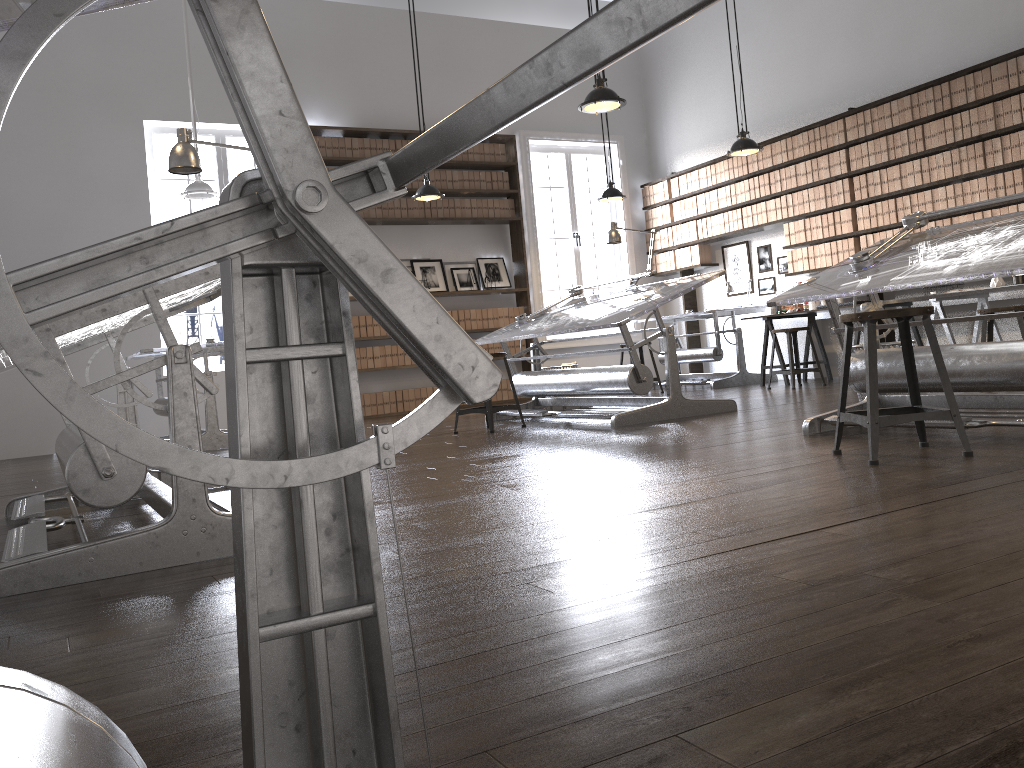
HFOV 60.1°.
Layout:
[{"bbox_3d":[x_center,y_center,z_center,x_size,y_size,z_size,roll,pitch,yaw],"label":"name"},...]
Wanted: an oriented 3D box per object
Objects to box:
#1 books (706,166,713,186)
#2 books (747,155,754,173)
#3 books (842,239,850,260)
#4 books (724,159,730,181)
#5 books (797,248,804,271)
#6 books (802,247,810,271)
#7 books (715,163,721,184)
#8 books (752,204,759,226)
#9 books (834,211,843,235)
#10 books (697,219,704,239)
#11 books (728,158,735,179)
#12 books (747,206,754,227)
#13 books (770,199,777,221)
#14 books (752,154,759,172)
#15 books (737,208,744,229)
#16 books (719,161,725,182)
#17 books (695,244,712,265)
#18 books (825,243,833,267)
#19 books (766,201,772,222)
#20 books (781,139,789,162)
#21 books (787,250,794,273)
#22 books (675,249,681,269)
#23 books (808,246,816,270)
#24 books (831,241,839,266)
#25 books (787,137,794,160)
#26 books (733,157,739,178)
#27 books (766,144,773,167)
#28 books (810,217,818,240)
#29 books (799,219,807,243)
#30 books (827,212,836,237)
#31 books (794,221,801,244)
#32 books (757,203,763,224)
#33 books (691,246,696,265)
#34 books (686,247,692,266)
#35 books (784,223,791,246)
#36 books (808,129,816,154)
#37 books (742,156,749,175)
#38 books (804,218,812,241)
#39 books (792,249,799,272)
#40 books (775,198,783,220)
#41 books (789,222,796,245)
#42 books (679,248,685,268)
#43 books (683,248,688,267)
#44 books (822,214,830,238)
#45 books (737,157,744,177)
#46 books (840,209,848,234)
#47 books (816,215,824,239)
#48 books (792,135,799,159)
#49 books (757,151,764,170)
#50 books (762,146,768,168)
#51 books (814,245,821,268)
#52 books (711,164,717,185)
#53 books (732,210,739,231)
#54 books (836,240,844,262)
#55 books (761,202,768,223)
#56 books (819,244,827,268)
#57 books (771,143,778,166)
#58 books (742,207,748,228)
[{"bbox_3d":[2.240,-2.289,9.766,0.175,0.226,0.066,-5,-1,-28],"label":"books"},{"bbox_3d":[2.543,-2.301,9.212,0.175,0.226,0.066,-5,-1,-28],"label":"books"},{"bbox_3d":[3.159,-1.231,8.216,0.175,0.226,0.066,-5,-1,-28],"label":"books"},{"bbox_3d":[2.372,-2.294,9.516,0.175,0.226,0.066,-5,-1,-28],"label":"books"},{"bbox_3d":[2.894,-1.221,8.703,0.175,0.226,0.066,-5,-1,-28],"label":"books"},{"bbox_3d":[2.927,-1.222,8.638,0.175,0.226,0.066,-5,-1,-28],"label":"books"},{"bbox_3d":[2.311,-2.292,9.645,0.175,0.226,0.066,-5,-1,-28],"label":"books"},{"bbox_3d":[2.588,-1.750,9.204,0.175,0.226,0.066,-5,-1,-28],"label":"books"},{"bbox_3d":[3.106,-1.500,8.276,0.175,0.226,0.066,-5,-1,-28],"label":"books"},{"bbox_3d":[2.182,-1.734,9.956,0.175,0.226,0.066,-5,-1,-28],"label":"books"},{"bbox_3d":[2.406,-2.295,9.453,0.175,0.226,0.066,-5,-1,-28],"label":"books"},{"bbox_3d":[2.551,-1.749,9.264,0.175,0.226,0.066,-5,-1,-28],"label":"books"},{"bbox_3d":[2.712,-1.755,8.967,0.175,0.226,0.066,-5,-1,-28],"label":"books"},{"bbox_3d":[2.572,-2.302,9.147,0.175,0.226,0.066,-5,-1,-28],"label":"books"},{"bbox_3d":[2.482,-1.746,9.392,0.175,0.226,0.066,-5,-1,-28],"label":"books"},{"bbox_3d":[2.340,-2.293,9.582,0.175,0.226,0.066,-5,-1,-28],"label":"books"},{"bbox_3d":[2.166,-1.463,10.029,0.175,0.226,0.066,-5,-1,-28],"label":"books"},{"bbox_3d":[3.059,-1.227,8.389,0.175,0.226,0.066,-5,-1,-28],"label":"books"},{"bbox_3d":[2.684,-1.754,9.023,0.175,0.226,0.066,-5,-1,-28],"label":"books"},{"bbox_3d":[2.765,-2.309,8.785,0.175,0.226,0.066,-5,-1,-28],"label":"books"},{"bbox_3d":[2.831,-1.218,8.815,0.175,0.226,0.066,-5,-1,-28],"label":"books"},{"bbox_3d":[2.001,-1.457,10.328,0.175,0.226,0.066,-5,-1,-28],"label":"books"},{"bbox_3d":[2.964,-1.224,8.578,0.175,0.226,0.066,-5,-1,-28],"label":"books"},{"bbox_3d":[3.093,-1.228,8.326,0.175,0.226,0.066,-5,-1,-28],"label":"books"},{"bbox_3d":[2.802,-2.311,8.725,0.175,0.226,0.066,-5,-1,-28],"label":"books"},{"bbox_3d":[2.439,-2.297,9.399,0.175,0.226,0.066,-5,-1,-28],"label":"books"},{"bbox_3d":[2.669,-2.305,8.962,0.175,0.226,0.066,-5,-1,-28],"label":"books"},{"bbox_3d":[2.969,-1.495,8.532,0.175,0.226,0.066,-5,-1,-28],"label":"books"},{"bbox_3d":[2.898,-1.492,8.651,0.175,0.226,0.066,-5,-1,-28],"label":"books"},{"bbox_3d":[3.067,-1.498,8.339,0.175,0.226,0.066,-5,-1,-28],"label":"books"},{"bbox_3d":[2.871,-1.491,8.712,0.175,0.226,0.066,-5,-1,-28],"label":"books"},{"bbox_3d":[2.622,-1.751,9.141,0.175,0.226,0.066,-5,-1,-28],"label":"books"},{"bbox_3d":[2.134,-1.462,10.092,0.175,0.226,0.066,-5,-1,-28],"label":"books"},{"bbox_3d":[2.095,-1.460,10.150,0.175,0.226,0.066,-5,-1,-28],"label":"books"},{"bbox_3d":[2.804,-1.488,8.829,0.175,0.226,0.066,-5,-1,-28],"label":"books"},{"bbox_3d":[2.931,-2.316,8.472,0.175,0.226,0.066,-5,-1,-28],"label":"books"},{"bbox_3d":[2.502,-2.299,9.275,0.175,0.226,0.066,-5,-1,-28],"label":"books"},{"bbox_3d":[2.935,-1.493,8.594,0.175,0.226,0.066,-5,-1,-28],"label":"books"},{"bbox_3d":[2.866,-1.220,8.759,0.175,0.226,0.066,-5,-1,-28],"label":"books"},{"bbox_3d":[2.744,-1.756,8.902,0.175,0.226,0.066,-5,-1,-28],"label":"books"},{"bbox_3d":[2.840,-1.490,8.766,0.175,0.226,0.066,-5,-1,-28],"label":"books"},{"bbox_3d":[2.037,-1.458,10.265,0.175,0.226,0.066,-5,-1,-28],"label":"books"},{"bbox_3d":[2.068,-1.460,10.211,0.175,0.226,0.066,-5,-1,-28],"label":"books"},{"bbox_3d":[3.036,-1.497,8.407,0.175,0.226,0.066,-5,-1,-28],"label":"books"},{"bbox_3d":[2.472,-2.298,9.343,0.175,0.226,0.066,-5,-1,-28],"label":"books"},{"bbox_3d":[3.140,-1.501,8.208,0.175,0.226,0.066,-5,-1,-28],"label":"books"},{"bbox_3d":[2.998,-1.496,8.467,0.175,0.226,0.066,-5,-1,-28],"label":"books"},{"bbox_3d":[2.836,-2.312,8.664,0.175,0.226,0.066,-5,-1,-28],"label":"books"},{"bbox_3d":[2.609,-2.303,9.087,0.175,0.226,0.066,-5,-1,-28],"label":"books"},{"bbox_3d":[2.642,-2.305,9.024,0.175,0.226,0.066,-5,-1,-28],"label":"books"},{"bbox_3d":[2.998,-1.225,8.518,0.175,0.226,0.066,-5,-1,-28],"label":"books"},{"bbox_3d":[2.276,-2.290,9.705,0.175,0.226,0.066,-5,-1,-28],"label":"books"},{"bbox_3d":[2.452,-1.745,9.460,0.175,0.226,0.066,-5,-1,-28],"label":"books"},{"bbox_3d":[3.126,-1.230,8.272,0.175,0.226,0.066,-5,-1,-28],"label":"books"},{"bbox_3d":[2.648,-1.752,9.079,0.175,0.226,0.066,-5,-1,-28],"label":"books"},{"bbox_3d":[3.028,-1.226,8.455,0.175,0.226,0.066,-5,-1,-28],"label":"books"},{"bbox_3d":[2.704,-2.307,8.905,0.175,0.226,0.066,-5,-1,-28],"label":"books"},{"bbox_3d":[2.522,-1.748,9.329,0.175,0.226,0.066,-5,-1,-28],"label":"books"}]
